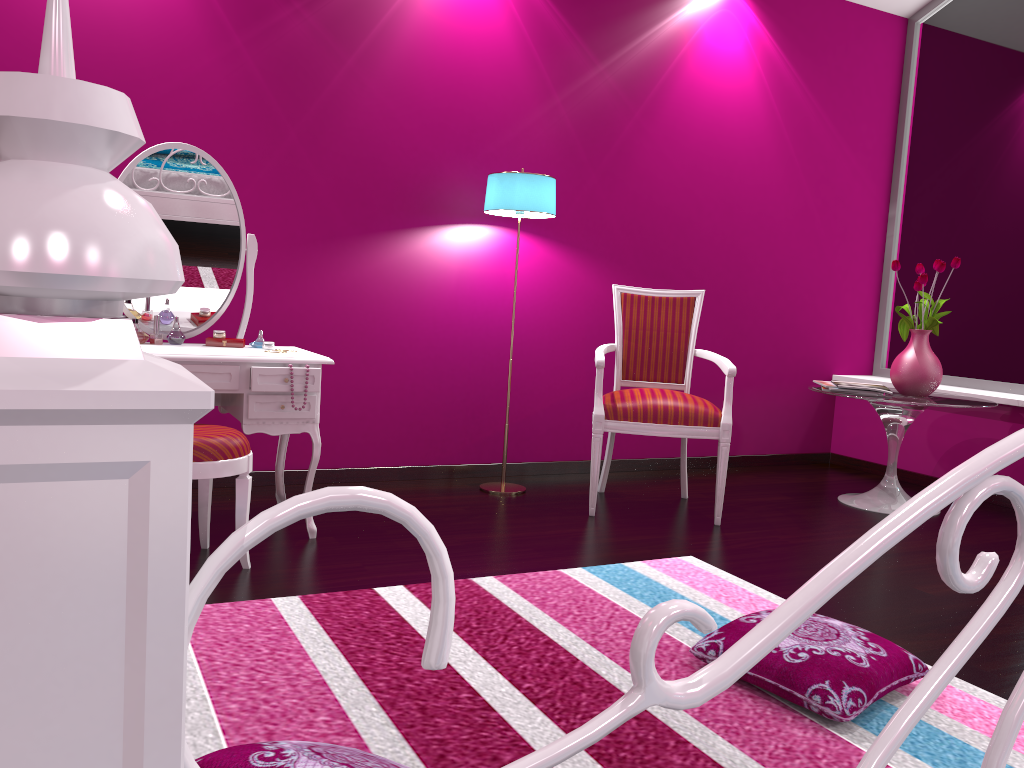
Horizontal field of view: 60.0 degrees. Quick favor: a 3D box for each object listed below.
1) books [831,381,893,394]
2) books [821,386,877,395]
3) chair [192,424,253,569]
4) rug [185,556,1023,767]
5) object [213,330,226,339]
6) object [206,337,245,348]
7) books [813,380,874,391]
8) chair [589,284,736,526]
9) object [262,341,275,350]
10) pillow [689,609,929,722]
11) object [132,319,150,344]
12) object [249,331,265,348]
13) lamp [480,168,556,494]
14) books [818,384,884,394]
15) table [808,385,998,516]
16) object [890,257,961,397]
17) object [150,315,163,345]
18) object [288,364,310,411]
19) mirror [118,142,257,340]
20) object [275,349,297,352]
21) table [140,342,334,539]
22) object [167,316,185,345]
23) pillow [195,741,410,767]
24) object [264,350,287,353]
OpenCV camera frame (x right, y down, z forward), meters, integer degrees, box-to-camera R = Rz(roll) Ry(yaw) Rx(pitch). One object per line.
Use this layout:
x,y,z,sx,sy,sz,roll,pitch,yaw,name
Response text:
1.549,0.015,3.939,0.221,0.020,0.300,5,6,14,books
1.501,0.024,3.963,0.220,0.007,0.300,5,6,17,books
-0.917,0.322,2.516,0.337,0.390,0.337,0,6,-30,chair
-0.029,0.636,1.810,2.100,0.018,1.400,1,6,-27,rug
-0.996,-0.169,3.018,0.040,0.026,0.040,1,6,-27,object
-0.977,-0.141,3.027,0.122,0.027,0.075,2,6,-12,object
1.500,0.007,4.000,0.220,0.007,0.300,4,5,8,books
0.586,0.057,3.581,0.528,0.901,0.511,4,5,3,chair
-0.826,-0.130,3.009,0.040,0.026,0.040,1,6,-27,object
0.669,0.601,1.989,0.419,0.107,0.401,-1,7,-42,pillow
-1.234,-0.173,2.901,0.045,0.081,0.098,8,7,40,object
-0.868,-0.155,3.063,0.082,0.060,0.059,5,6,18,object
0.002,-0.220,3.731,0.303,1.352,0.303,2,6,-17,lamp
1.506,0.018,3.957,0.220,0.007,0.300,4,5,8,books
1.699,0.293,3.948,0.771,0.500,0.770,5,6,17,table
1.790,-0.251,3.887,0.264,0.614,0.242,8,7,36,object
-1.171,-0.178,2.923,0.030,0.096,0.030,7,7,34,object
-0.665,0.011,2.759,0.063,0.143,0.032,1,6,-27,object
-1.156,-0.400,3.044,0.544,0.829,0.138,1,6,-27,mirror
-0.756,-0.112,2.966,0.073,0.006,0.073,6,6,25,object
-1.071,0.180,2.864,0.856,0.592,0.526,1,6,-27,table
-1.126,-0.179,2.973,0.059,0.094,0.059,5,6,12,object
-0.228,0.568,1.157,0.425,0.224,0.391,7,6,31,pillow
-0.777,-0.107,2.916,0.073,0.003,0.073,2,6,-16,object
